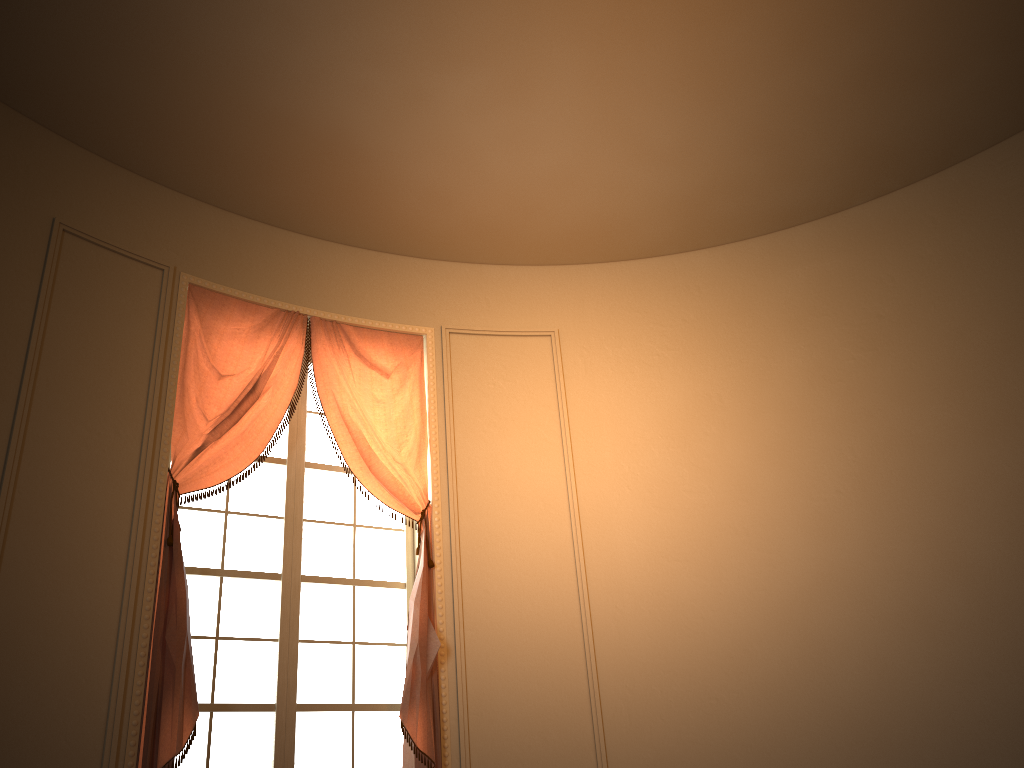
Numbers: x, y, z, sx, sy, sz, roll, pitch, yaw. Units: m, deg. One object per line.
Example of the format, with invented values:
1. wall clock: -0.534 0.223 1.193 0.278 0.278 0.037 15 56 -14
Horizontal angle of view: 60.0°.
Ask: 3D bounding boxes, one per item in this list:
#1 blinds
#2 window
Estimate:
1. blinds: -0.948 0.884 4.158 1.363 2.920 0.285 12 -31 -29
2. window: -1.097 0.952 4.393 1.336 2.783 0.047 12 -31 -29
